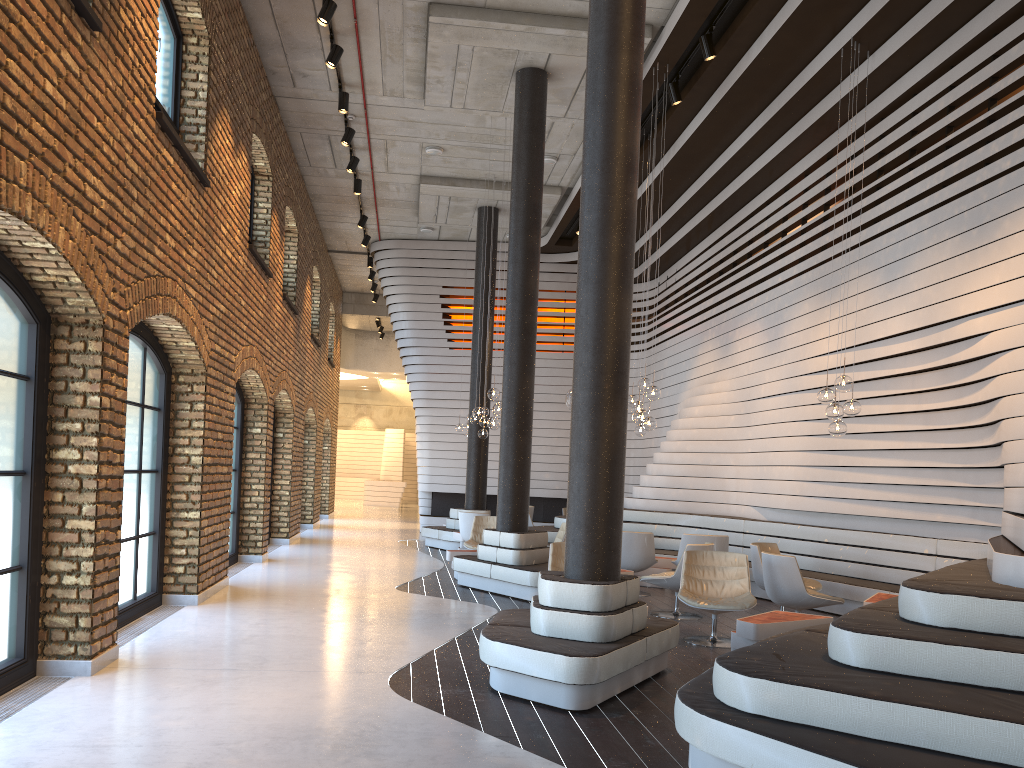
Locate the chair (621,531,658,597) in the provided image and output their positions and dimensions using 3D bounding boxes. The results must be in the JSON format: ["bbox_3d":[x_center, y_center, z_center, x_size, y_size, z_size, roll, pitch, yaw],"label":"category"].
[{"bbox_3d":[1.421,2.140,10.624,0.657,0.766,0.711,2,-2,14],"label":"chair"}]

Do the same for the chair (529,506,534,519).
[{"bbox_3d":[0.058,2.720,16.980,0.710,0.766,0.659,3,-2,-4],"label":"chair"}]

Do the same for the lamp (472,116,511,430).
[{"bbox_3d":[-0.170,-1.729,11.655,0.543,4.673,0.294,2,0,-21],"label":"lamp"}]

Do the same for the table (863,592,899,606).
[{"bbox_3d":[3.553,2.187,8.206,0.415,0.370,0.906,1,-5,31],"label":"table"}]

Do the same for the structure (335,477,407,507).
[{"bbox_3d":[-5.332,4.143,34.093,2.546,0.896,7.541,5,-6,-29],"label":"structure"}]

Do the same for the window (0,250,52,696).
[{"bbox_3d":[-2.815,0.440,4.295,0.130,2.533,2.364,2,-2,-7],"label":"window"}]

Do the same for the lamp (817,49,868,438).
[{"bbox_3d":[3.186,-1.834,8.425,0.530,4.712,0.334,2,1,-45],"label":"lamp"}]

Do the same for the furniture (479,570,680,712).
[{"bbox_3d":[0.322,1.659,6.080,1.279,0.721,1.772,0,-5,29],"label":"furniture"}]

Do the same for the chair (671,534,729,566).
[{"bbox_3d":[2.272,2.178,10.632,0.656,0.766,0.712,2,-2,1],"label":"chair"}]

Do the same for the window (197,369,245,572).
[{"bbox_3d":[-3.618,1.069,10.895,0.130,2.533,2.364,2,-2,-7],"label":"window"}]

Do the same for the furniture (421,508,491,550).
[{"bbox_3d":[-0.944,2.563,15.620,1.273,0.721,1.781,3,-5,-11],"label":"furniture"}]

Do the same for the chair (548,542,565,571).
[{"bbox_3d":[0.636,1.838,7.966,0.656,0.766,0.713,3,-2,-6],"label":"chair"}]

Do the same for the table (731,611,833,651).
[{"bbox_3d":[2.025,1.981,6.816,0.904,0.370,0.416,6,-4,-34],"label":"table"}]

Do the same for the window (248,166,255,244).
[{"bbox_3d":[-3.374,-2.250,10.879,0.125,1.449,1.577,2,-3,-7],"label":"window"}]

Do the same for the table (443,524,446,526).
[{"bbox_3d":[-0.922,2.859,16.820,0.904,0.370,0.416,5,-4,-29],"label":"table"}]

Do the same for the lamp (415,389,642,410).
[{"bbox_3d":[2.777,-2.387,2.098,9.024,4.605,42.122,3,-6,-7],"label":"lamp"}]

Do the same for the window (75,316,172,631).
[{"bbox_3d":[-3.159,0.710,7.123,0.130,2.533,2.364,2,-2,-7],"label":"window"}]

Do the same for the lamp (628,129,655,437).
[{"bbox_3d":[1.772,-1.625,11.846,0.293,4.673,0.545,2,0,-11],"label":"lamp"}]

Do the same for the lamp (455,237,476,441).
[{"bbox_3d":[-0.790,-1.209,17.102,0.276,4.626,0.542,3,1,43],"label":"lamp"}]

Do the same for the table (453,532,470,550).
[{"bbox_3d":[-0.533,2.635,14.424,0.905,0.370,0.415,2,-3,1],"label":"table"}]

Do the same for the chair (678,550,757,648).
[{"bbox_3d":[1.767,1.855,7.640,0.657,0.766,0.712,2,-2,10],"label":"chair"}]

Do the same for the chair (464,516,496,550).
[{"bbox_3d":[-0.312,2.219,12.153,0.657,0.766,0.711,2,-2,11],"label":"chair"}]

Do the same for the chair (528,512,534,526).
[{"bbox_3d":[0.448,2.628,15.888,0.710,0.766,0.658,3,-2,-2],"label":"chair"}]

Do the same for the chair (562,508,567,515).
[{"bbox_3d":[1.289,2.746,16.705,0.655,0.766,0.714,4,-3,-33],"label":"chair"}]

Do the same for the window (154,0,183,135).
[{"bbox_3d":[-2.915,-2.610,7.107,0.125,1.449,1.577,2,-3,-7],"label":"window"}]

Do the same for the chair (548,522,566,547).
[{"bbox_3d":[0.484,2.183,11.452,0.710,0.766,0.658,3,-2,-3],"label":"chair"}]

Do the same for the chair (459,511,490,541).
[{"bbox_3d":[-0.497,2.361,13.644,0.659,0.766,0.710,1,-3,31],"label":"chair"}]

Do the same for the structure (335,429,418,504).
[{"bbox_3d":[-5.767,3.364,36.341,4.528,2.862,5.843,3,-5,-7],"label":"structure"}]

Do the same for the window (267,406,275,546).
[{"bbox_3d":[-6.852,1.674,18.310,2.180,2.526,12.935,4,-5,-37],"label":"window"}]

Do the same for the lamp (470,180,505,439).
[{"bbox_3d":[-0.335,-1.420,14.248,0.542,4.626,0.276,2,1,-45],"label":"lamp"}]

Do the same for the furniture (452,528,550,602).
[{"bbox_3d":[0.247,2.086,10.361,1.272,0.721,1.782,6,-6,-36],"label":"furniture"}]

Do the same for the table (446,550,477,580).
[{"bbox_3d":[-0.416,2.330,11.344,0.904,0.370,0.415,4,-3,-14],"label":"table"}]

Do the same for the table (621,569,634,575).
[{"bbox_3d":[1.016,2.210,9.533,0.415,0.370,0.906,1,-5,31],"label":"table"}]

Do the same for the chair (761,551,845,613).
[{"bbox_3d":[2.649,1.941,8.111,0.710,0.766,0.659,3,-2,-7],"label":"chair"}]

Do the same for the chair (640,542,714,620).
[{"bbox_3d":[1.695,1.994,9.053,0.713,0.766,0.656,1,-3,34],"label":"chair"}]

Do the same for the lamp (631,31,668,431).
[{"bbox_3d":[1.579,-1.836,9.921,0.309,4.739,0.662,3,0,2],"label":"lamp"}]

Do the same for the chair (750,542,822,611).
[{"bbox_3d":[2.818,2.050,9.123,0.713,0.766,0.655,1,-3,38],"label":"chair"}]

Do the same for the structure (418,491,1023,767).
[{"bbox_3d":[2.284,2.212,11.763,5.765,0.926,18.306,3,-6,-10],"label":"structure"}]

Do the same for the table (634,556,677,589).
[{"bbox_3d":[1.748,2.440,11.496,0.909,0.370,0.413,0,-4,26],"label":"table"}]
